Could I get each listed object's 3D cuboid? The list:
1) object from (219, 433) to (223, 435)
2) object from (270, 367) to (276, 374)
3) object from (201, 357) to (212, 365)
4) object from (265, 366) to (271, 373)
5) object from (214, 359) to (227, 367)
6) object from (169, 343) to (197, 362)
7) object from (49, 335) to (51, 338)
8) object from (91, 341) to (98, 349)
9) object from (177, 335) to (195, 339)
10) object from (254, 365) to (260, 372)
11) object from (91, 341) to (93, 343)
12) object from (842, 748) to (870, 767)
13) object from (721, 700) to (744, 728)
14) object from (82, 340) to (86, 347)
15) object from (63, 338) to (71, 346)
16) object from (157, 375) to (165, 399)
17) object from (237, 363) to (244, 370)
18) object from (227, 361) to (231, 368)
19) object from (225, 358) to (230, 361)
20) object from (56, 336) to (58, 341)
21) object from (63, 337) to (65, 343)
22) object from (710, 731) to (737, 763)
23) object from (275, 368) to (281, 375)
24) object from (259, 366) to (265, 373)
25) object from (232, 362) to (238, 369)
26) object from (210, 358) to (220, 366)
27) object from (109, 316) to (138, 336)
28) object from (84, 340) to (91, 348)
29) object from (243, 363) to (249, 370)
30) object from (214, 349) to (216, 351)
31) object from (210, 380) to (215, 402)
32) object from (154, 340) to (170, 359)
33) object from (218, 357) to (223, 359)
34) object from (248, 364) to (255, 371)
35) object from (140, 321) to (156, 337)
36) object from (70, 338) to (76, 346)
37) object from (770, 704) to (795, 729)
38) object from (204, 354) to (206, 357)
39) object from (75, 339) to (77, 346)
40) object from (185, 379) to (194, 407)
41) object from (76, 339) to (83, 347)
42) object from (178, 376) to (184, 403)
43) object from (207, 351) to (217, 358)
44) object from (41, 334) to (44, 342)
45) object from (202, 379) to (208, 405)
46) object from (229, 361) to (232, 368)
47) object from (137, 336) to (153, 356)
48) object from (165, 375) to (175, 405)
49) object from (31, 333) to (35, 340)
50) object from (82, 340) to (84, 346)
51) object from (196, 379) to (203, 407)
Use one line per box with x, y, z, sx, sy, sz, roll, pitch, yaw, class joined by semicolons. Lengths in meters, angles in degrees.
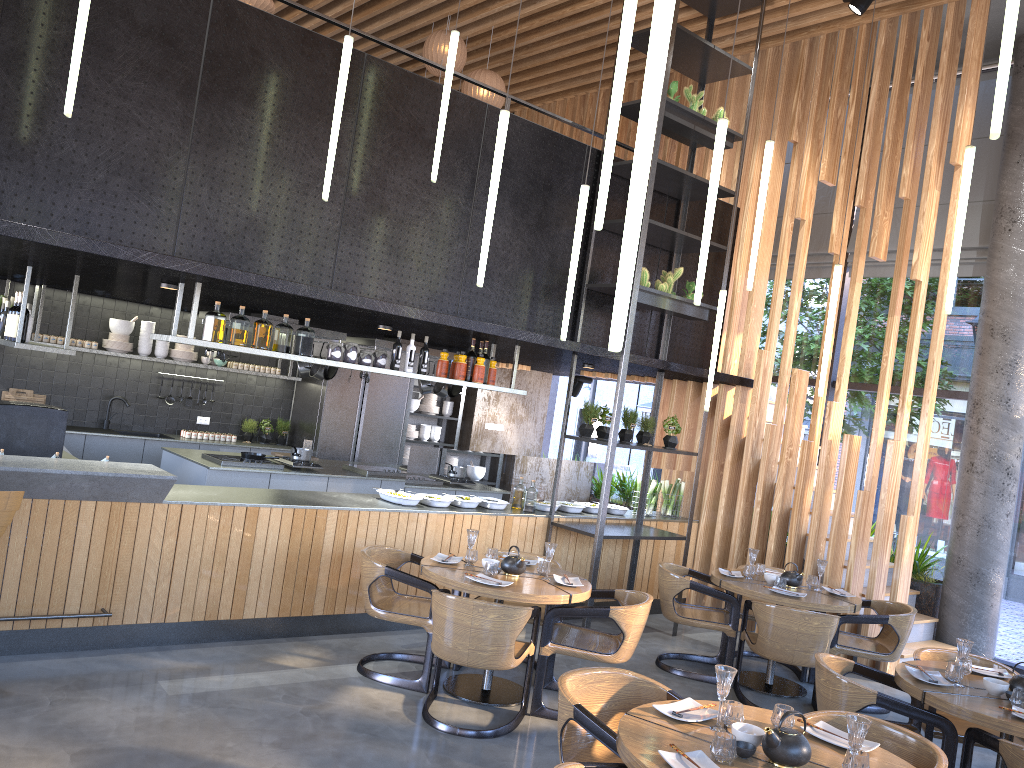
-3.355;0.606;10.205;0.062;0.078;0.062;9;-1;-34;object
-2.817;-0.157;10.444;0.062;0.078;0.062;9;-1;-34;object
-3.449;-0.261;10.000;0.118;0.083;0.118;8;-1;-11;object
-2.868;-0.165;10.402;0.062;0.078;0.062;9;-1;-34;object
-3.288;-0.233;9.993;0.146;0.073;0.146;8;-1;23;object
-3.651;-0.349;9.856;0.304;0.195;0.300;9;-1;-28;object
-4.683;-0.457;9.015;0.062;0.078;0.062;9;-1;-44;object
-4.337;-0.403;9.214;0.062;0.078;0.062;9;-1;-44;object
-3.630;-0.480;9.861;0.204;0.106;0.204;8;-1;17;object
-2.968;-0.181;10.319;0.062;0.078;0.062;9;-1;-34;object
-4.380;-0.408;9.267;0.062;0.078;0.062;9;-1;-44;object
1.161;1.283;2.988;0.086;0.086;0.086;8;-1;37;object
0.827;1.240;3.327;0.086;0.086;0.086;9;-1;-14;object
-4.430;-0.416;9.225;0.062;0.078;0.062;9;-1;-44;object
-4.538;-0.435;9.047;0.062;0.078;0.062;9;-1;-44;object
-3.877;0.027;9.844;0.103;0.280;0.103;8;-1;3;object
-3.120;-0.206;10.192;0.062;0.078;0.062;9;-1;-34;object
-3.261;-0.225;10.257;0.062;0.078;0.062;9;-1;-34;object
-3.251;-0.256;10.027;0.111;0.082;0.019;9;-1;-39;object
-4.632;-0.449;9.057;0.062;0.078;0.062;9;-1;-44;object
-4.581;-0.440;9.100;0.062;0.078;0.062;9;-1;-44;object
0.708;1.217;2.964;0.086;0.086;0.086;8;-1;8;object
-2.767;-0.149;10.486;0.062;0.078;0.062;9;-1;-34;object
-2.917;-0.173;10.361;0.062;0.078;0.062;9;-1;-34;object
-3.172;-0.214;10.149;0.062;0.078;0.062;9;-1;-34;object
-3.398;-0.251;10.119;0.118;0.083;0.118;8;-1;-7;object
-4.152;-0.625;9.436;0.249;0.243;0.248;9;-1;-39;object
-4.387;-0.411;9.172;0.062;0.078;0.062;9;-1;-44;object
-3.070;-0.197;10.234;0.062;0.078;0.062;9;-1;-34;object
-3.376;-0.371;10.028;0.019;0.082;0.111;9;-1;-39;object
-3.436;0.086;10.218;0.074;0.256;0.074;8;-1;6;object
-3.829;-0.387;9.695;0.143;0.214;0.149;8;-1;-11;object
-3.360;-0.283;10.138;0.111;0.082;0.019;9;-1;-29;object
-3.019;-0.189;10.277;0.062;0.078;0.062;9;-1;-34;object
-3.942;-0.572;9.584;0.143;0.214;0.149;8;-1;-11;object
-4.530;-0.432;9.142;0.062;0.078;0.062;9;-1;-44;object
1.031;1.271;3.373;0.086;0.086;0.086;9;-1;-14;object
-3.444;-0.298;9.963;0.019;0.082;0.111;8;-1;1;object
-4.526;-0.430;9.239;0.062;0.078;0.062;9;-1;-44;object
-3.654;0.092;10.091;0.068;0.337;0.024;9;-1;-39;object
-4.481;-0.424;9.183;0.062;0.078;0.062;9;-1;-44;object
-3.727;0.065;10.020;0.062;0.306;0.038;9;-1;-39;object
-3.405;-0.337;10.057;0.118;0.083;0.118;8;-1;39;object
-4.733;-0.465;8.973;0.062;0.078;0.062;9;-1;-44;object
-3.524;0.093;10.207;0.035;0.298;0.032;8;-1;2;object
-3.215;-0.219;10.201;0.062;0.078;0.062;9;-1;-34;object
-3.966;-0.409;9.581;0.143;0.214;0.149;8;-1;-11;object
-3.818;0.065;9.949;0.104;0.336;0.031;9;-1;-40;object
-4.831;-0.479;8.985;0.062;0.078;0.062;9;-1;-34;object
-4.476;-0.422;9.281;0.062;0.078;0.062;9;-1;-44;object
-3.580;0.118;10.154;0.033;0.363;0.024;9;-1;-39;object
